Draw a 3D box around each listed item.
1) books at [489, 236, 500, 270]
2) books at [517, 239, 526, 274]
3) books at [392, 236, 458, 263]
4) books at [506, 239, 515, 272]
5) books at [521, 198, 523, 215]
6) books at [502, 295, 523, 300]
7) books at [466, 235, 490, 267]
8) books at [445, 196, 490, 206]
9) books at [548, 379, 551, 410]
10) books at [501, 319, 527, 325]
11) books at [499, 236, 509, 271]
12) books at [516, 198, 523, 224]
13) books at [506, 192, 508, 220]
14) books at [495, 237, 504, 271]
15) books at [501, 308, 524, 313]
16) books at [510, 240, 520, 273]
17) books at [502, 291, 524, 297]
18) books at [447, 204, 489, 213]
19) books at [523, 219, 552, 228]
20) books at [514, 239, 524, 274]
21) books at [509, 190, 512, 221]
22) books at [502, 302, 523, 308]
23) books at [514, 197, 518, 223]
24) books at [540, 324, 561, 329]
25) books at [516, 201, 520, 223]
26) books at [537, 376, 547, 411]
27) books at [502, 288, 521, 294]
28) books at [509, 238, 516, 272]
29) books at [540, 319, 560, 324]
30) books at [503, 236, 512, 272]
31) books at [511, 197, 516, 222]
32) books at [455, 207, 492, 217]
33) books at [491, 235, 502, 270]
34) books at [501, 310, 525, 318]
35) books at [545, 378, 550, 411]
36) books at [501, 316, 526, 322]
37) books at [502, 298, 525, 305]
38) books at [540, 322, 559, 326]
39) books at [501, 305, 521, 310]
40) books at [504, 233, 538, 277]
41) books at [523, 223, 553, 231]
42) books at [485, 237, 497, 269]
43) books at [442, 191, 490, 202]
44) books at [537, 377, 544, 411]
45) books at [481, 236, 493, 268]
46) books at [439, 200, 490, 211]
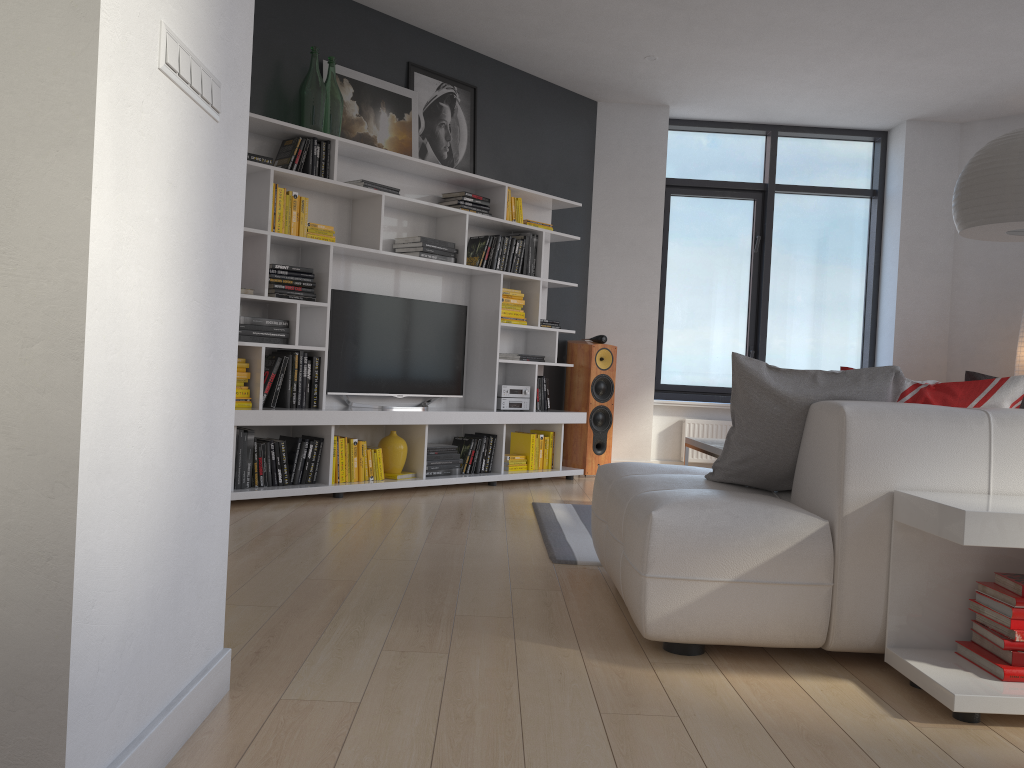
[{"bbox_3d":[-0.165,-0.894,6.100,0.172,0.242,0.069,4,1,45],"label":"books"},{"bbox_3d":[0.001,-0.898,6.306,0.197,0.260,0.066,4,1,44],"label":"books"},{"bbox_3d":[-0.562,-0.860,5.768,0.277,0.137,0.343,4,1,39],"label":"books"},{"bbox_3d":[-0.065,-0.890,6.201,0.172,0.242,0.069,4,1,45],"label":"books"},{"bbox_3d":[0.021,-1.210,6.257,0.142,0.184,0.044,4,1,45],"label":"books"},{"bbox_3d":[-0.060,-0.615,6.317,0.227,0.022,0.160,3,1,-31],"label":"books"},{"bbox_3d":[-0.250,-0.895,6.043,0.182,0.234,0.104,4,1,44],"label":"books"},{"bbox_3d":[-0.302,-1.226,5.988,0.246,0.026,0.180,2,1,-44],"label":"books"},{"bbox_3d":[0.201,0.075,6.600,0.179,0.233,0.077,4,1,44],"label":"books"},{"bbox_3d":[-0.053,-0.436,6.300,0.257,0.028,0.194,2,1,-41],"label":"books"},{"bbox_3d":[-0.122,-0.898,6.180,0.191,0.249,0.084,4,1,44],"label":"books"},{"bbox_3d":[0.011,-1.210,6.235,0.141,0.184,0.064,4,1,45],"label":"books"},{"bbox_3d":[-0.088,-1.236,6.128,0.161,0.229,0.041,4,1,43],"label":"books"},{"bbox_3d":[-0.145,-0.894,6.149,0.179,0.243,0.068,4,1,42],"label":"books"},{"bbox_3d":[-0.071,-0.525,6.315,0.251,0.014,0.189,2,1,-43],"label":"books"},{"bbox_3d":[-0.040,-0.892,6.245,0.179,0.243,0.071,4,1,43],"label":"books"},{"bbox_3d":[-0.051,-0.638,6.320,0.223,0.023,0.163,2,1,-42],"label":"books"},{"bbox_3d":[-0.314,-1.173,5.989,0.189,0.020,0.264,4,1,42],"label":"books"},{"bbox_3d":[0.132,-1.153,6.435,0.257,0.024,0.203,2,1,-43],"label":"books"},{"bbox_3d":[-0.022,-0.894,6.281,0.191,0.249,0.084,4,1,44],"label":"books"},{"bbox_3d":[-0.071,-1.234,6.185,0.164,0.224,0.054,4,1,43],"label":"books"},{"bbox_3d":[-0.066,-0.562,6.315,0.171,0.019,0.239,4,1,44],"label":"books"},{"bbox_3d":[-0.016,-1.208,6.202,0.128,0.178,0.044,4,1,43],"label":"books"},{"bbox_3d":[0.230,-0.422,6.535,0.213,0.023,0.161,2,1,-43],"label":"books"},{"bbox_3d":[0.005,-1.198,6.207,0.108,0.161,0.046,4,1,43],"label":"books"},{"bbox_3d":[0.175,0.065,6.537,0.193,0.255,0.066,4,1,43],"label":"books"},{"bbox_3d":[-0.072,-0.663,6.328,0.223,0.023,0.163,2,1,-42],"label":"books"},{"bbox_3d":[-0.067,-0.898,6.236,0.192,0.254,0.075,4,1,43],"label":"books"},{"bbox_3d":[0.220,-0.460,6.548,0.213,0.023,0.161,2,1,-43],"label":"books"},{"bbox_3d":[-0.099,-0.902,6.205,0.197,0.260,0.066,4,1,44],"label":"books"},{"bbox_3d":[-0.035,-1.210,6.192,0.132,0.180,0.054,4,1,44],"label":"books"},{"bbox_3d":[-0.312,-1.147,5.988,0.284,0.030,0.214,2,1,-43],"label":"books"},{"bbox_3d":[-0.168,-0.902,6.134,0.192,0.254,0.075,4,1,43],"label":"books"},{"bbox_3d":[-0.061,-0.496,6.307,0.189,0.042,0.243,4,1,44],"label":"books"},{"bbox_3d":[0.201,0.072,6.553,0.177,0.242,0.066,4,1,43],"label":"books"},{"bbox_3d":[-0.060,-0.462,6.304,0.257,0.024,0.203,2,1,-43],"label":"books"},{"bbox_3d":[-0.056,-0.587,6.320,0.239,0.033,0.176,2,1,-43],"label":"books"},{"bbox_3d":[0.228,-0.441,6.536,0.142,0.015,0.198,4,1,42],"label":"books"},{"bbox_3d":[-0.062,-0.541,6.294,0.217,0.023,0.145,2,1,-42],"label":"books"},{"bbox_3d":[0.049,-0.922,6.395,0.259,0.321,0.128,4,1,44],"label":"books"},{"bbox_3d":[0.139,-1.127,6.432,0.257,0.028,0.194,2,1,-41],"label":"books"},{"bbox_3d":[-0.198,-0.892,6.083,0.169,0.233,0.081,4,1,43],"label":"books"},{"bbox_3d":[-0.311,-1.253,5.994,0.209,0.030,0.266,3,1,37],"label":"books"},{"bbox_3d":[0.163,0.070,6.509,0.169,0.242,0.050,4,1,43],"label":"books"},{"bbox_3d":[-0.230,-0.893,6.070,0.187,0.234,0.096,4,1,44],"label":"books"},{"bbox_3d":[-0.325,-1.199,6.005,0.284,0.030,0.214,2,1,-43],"label":"books"}]
